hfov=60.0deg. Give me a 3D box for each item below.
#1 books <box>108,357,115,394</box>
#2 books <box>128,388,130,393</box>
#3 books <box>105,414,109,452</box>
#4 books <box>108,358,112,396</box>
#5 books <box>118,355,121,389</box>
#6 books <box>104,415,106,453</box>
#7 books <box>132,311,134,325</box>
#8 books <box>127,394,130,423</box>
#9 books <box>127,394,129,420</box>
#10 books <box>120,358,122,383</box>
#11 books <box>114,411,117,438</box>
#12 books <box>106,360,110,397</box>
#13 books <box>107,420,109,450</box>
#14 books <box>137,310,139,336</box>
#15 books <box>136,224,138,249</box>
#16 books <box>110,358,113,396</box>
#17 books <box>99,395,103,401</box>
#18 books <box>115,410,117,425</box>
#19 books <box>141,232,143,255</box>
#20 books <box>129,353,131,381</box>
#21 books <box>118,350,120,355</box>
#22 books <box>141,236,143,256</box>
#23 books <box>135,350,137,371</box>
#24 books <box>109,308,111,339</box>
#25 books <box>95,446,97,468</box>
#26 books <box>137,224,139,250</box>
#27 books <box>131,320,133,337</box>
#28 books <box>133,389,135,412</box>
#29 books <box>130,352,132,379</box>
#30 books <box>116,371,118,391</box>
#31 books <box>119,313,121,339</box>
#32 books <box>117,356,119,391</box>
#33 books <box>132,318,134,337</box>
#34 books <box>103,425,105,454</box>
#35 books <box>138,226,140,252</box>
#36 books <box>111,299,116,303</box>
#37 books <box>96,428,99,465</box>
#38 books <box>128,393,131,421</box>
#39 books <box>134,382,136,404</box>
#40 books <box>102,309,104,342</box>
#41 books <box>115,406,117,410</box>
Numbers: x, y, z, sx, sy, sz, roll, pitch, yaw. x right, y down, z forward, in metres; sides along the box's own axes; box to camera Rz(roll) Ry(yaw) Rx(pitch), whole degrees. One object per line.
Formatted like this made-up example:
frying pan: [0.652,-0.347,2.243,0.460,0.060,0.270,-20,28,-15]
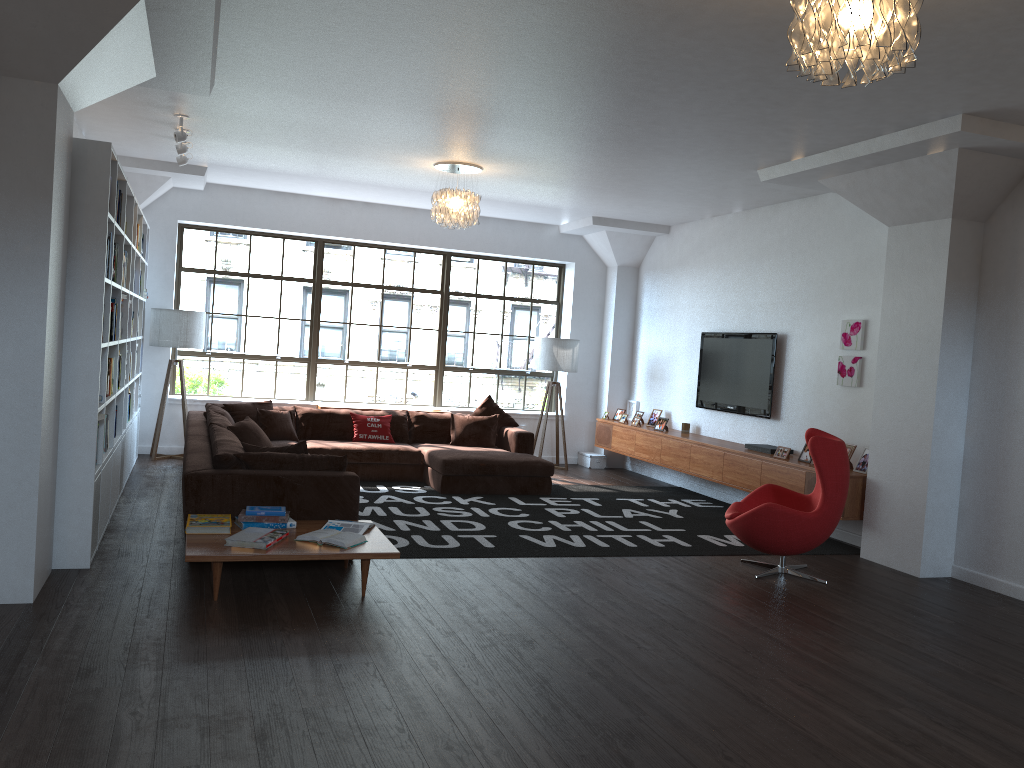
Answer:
books: [-2.848,-0.062,6.117,0.183,0.253,0.034,3,2,-20]
books: [-3.517,0.180,7.926,0.176,0.290,0.036,3,2,-20]
books: [-2.810,0.328,5.946,0.183,0.253,0.042,3,2,-20]
books: [-2.794,-0.051,5.956,0.183,0.253,0.034,3,2,-20]
books: [-3.010,-0.092,6.592,0.183,0.253,0.034,3,2,-20]
books: [-2.786,0.330,5.863,0.180,0.259,0.042,3,2,-20]
books: [-3.491,-0.544,8.002,0.140,0.231,0.042,3,2,-20]
books: [-3.446,0.211,7.744,0.183,0.253,0.034,3,2,-20]
books: [-3.438,0.213,7.712,0.183,0.253,0.034,3,2,-20]
books: [-3.100,-0.093,6.831,0.161,0.223,0.026,3,2,-20]
books: [-3.078,0.303,6.720,0.146,0.202,0.027,3,2,-20]
books: [-2.765,-0.043,5.880,0.171,0.246,0.057,3,2,-20]
books: [-2.842,0.331,6.031,0.174,0.236,0.142,3,2,-20]
books: [-3.702,-0.592,8.555,0.183,0.253,0.042,3,2,-20]
books: [-3.397,-1.293,7.812,0.183,0.253,0.034,3,2,-20]
books: [-2.802,-0.053,5.989,0.183,0.253,0.034,3,2,-20]
books: [-2.554,0.072,5.197,0.197,0.033,0.284,2,3,-45]
books: [-3.110,0.298,6.795,0.146,0.202,0.027,3,2,-20]
books: [-3.646,-1.340,8.503,0.183,0.253,0.042,3,2,-20]
books: [-3.368,-0.156,7.600,0.182,0.253,0.098,3,2,-20]
books: [-3.029,-0.113,6.620,0.176,0.290,0.036,3,2,-20]
books: [-3.676,-1.345,8.585,0.183,0.253,0.042,3,2,-20]
books: [-3.702,-0.217,8.497,0.183,0.253,0.042,3,2,-20]
books: [-2.683,-0.393,5.728,0.161,0.223,0.027,3,2,-20]
books: [-2.561,0.387,5.276,0.161,0.223,0.032,3,2,-20]
books: [-3.404,-1.295,7.845,0.183,0.253,0.034,3,2,-20]
books: [-3.440,-0.497,7.892,0.110,0.153,0.019,3,2,-20]
books: [-3.729,0.163,8.511,0.189,0.247,0.057,3,2,-20]
books: [-3.461,-0.168,7.837,0.174,0.242,0.105,3,2,-20]
books: [-2.950,-0.080,6.407,0.183,0.253,0.034,3,2,-20]
books: [-2.978,-0.438,6.549,0.161,0.207,0.135,3,2,-20]
books: [-2.958,-0.082,6.439,0.183,0.253,0.034,3,2,-20]
books: [-3.466,-0.509,7.977,0.107,0.167,0.017,3,2,-20]
books: [-2.755,0.341,5.791,0.171,0.246,0.039,3,2,-20]
books: [-3.450,-1.304,7.973,0.183,0.253,0.034,3,2,-20]
books: [-2.810,-0.449,6.069,0.176,0.294,0.102,3,2,-20]
books: [-2.612,0.365,5.383,0.180,0.251,0.048,3,2,-20]
books: [-3.498,0.201,7.897,0.183,0.253,0.034,3,2,-20]
books: [-3.822,0.125,8.762,0.176,0.290,0.053,3,2,-20]
books: [-2.547,-0.372,5.361,0.140,0.231,0.042,3,2,-20]
books: [-3.141,0.278,6.873,0.140,0.231,0.042,3,2,-20]
